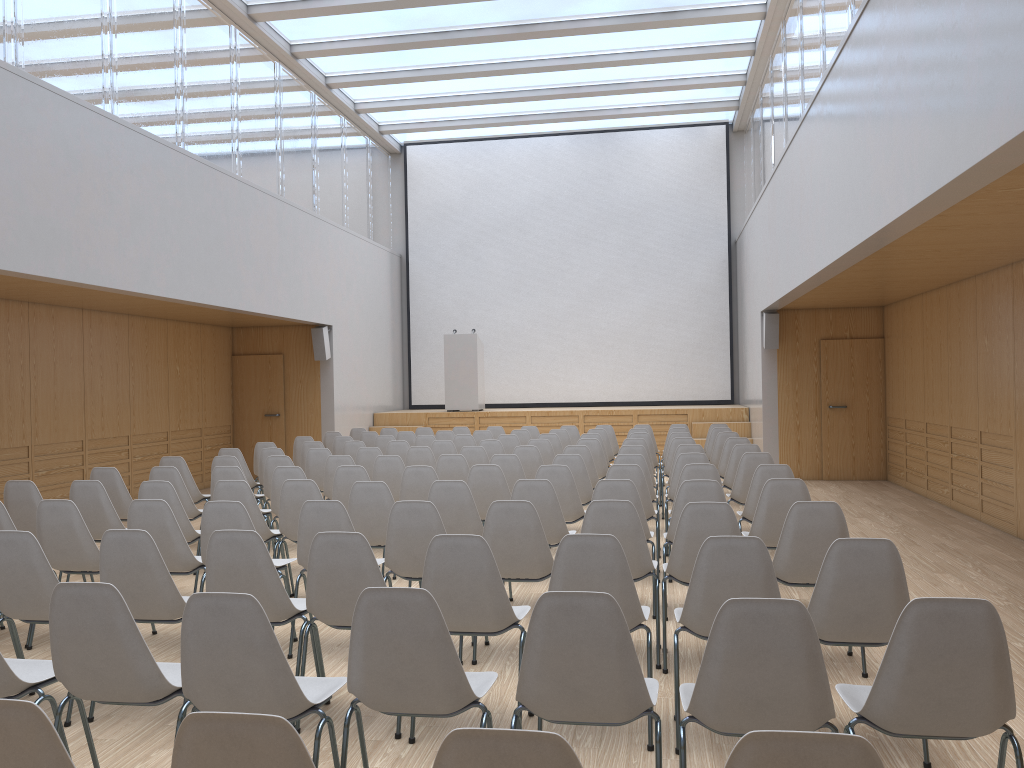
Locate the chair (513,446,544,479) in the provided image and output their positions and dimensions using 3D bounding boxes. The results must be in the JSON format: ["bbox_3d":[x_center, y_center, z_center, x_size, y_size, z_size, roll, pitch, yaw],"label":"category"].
[{"bbox_3d":[0.187,1.040,8.903,0.479,0.876,0.505,-1,0,9],"label":"chair"}]

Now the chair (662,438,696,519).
[{"bbox_3d":[1.867,1.006,9.665,0.479,0.876,0.505,-1,0,9],"label":"chair"}]

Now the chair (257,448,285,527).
[{"bbox_3d":[-2.415,1.092,9.338,0.479,0.876,0.505,-1,0,9],"label":"chair"}]

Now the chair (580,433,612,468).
[{"bbox_3d":[0.981,1.024,10.757,0.479,0.876,0.505,-1,0,9],"label":"chair"}]

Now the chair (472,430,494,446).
[{"bbox_3d":[-0.346,1.050,11.993,0.479,0.876,0.505,-1,0,9],"label":"chair"}]

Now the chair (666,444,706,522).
[{"bbox_3d":[1.738,1.009,8.663,0.479,0.876,0.505,-1,0,9],"label":"chair"}]

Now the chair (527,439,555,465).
[{"bbox_3d":[0.345,1.037,9.919,0.479,0.876,0.505,-1,0,9],"label":"chair"}]

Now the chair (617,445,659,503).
[{"bbox_3d":[1.196,1.020,8.694,0.479,0.876,0.505,-1,0,9],"label":"chair"}]

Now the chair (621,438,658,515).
[{"bbox_3d":[1.356,1.016,9.702,0.479,0.876,0.505,-1,0,9],"label":"chair"}]

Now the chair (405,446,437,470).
[{"bbox_3d":[-0.876,1.061,9.109,0.479,0.876,0.505,-1,0,9],"label":"chair"}]

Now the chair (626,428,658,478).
[{"bbox_3d":[1.673,1.010,11.656,0.479,0.876,0.505,-1,0,9],"label":"chair"}]

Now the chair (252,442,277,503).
[{"bbox_3d":[-2.767,1.099,10.369,0.479,0.876,0.505,-1,0,9],"label":"chair"}]

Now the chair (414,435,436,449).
[{"bbox_3d":[-1.012,1.063,11.111,0.479,0.876,0.505,-1,0,9],"label":"chair"}]

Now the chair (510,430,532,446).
[{"bbox_3d":[0.154,1.040,11.950,0.479,0.876,0.505,-1,0,9],"label":"chair"}]

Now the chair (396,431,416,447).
[{"bbox_3d":[-1.378,1.070,12.165,0.479,0.876,0.505,-1,0,9],"label":"chair"}]

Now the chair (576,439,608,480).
[{"bbox_3d":[0.873,1.026,9.803,0.479,0.876,0.505,-1,0,9],"label":"chair"}]

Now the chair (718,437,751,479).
[{"bbox_3d":[2.406,0.995,9.505,0.479,0.876,0.505,-1,0,9],"label":"chair"}]

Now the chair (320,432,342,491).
[{"bbox_3d":[-2.409,1.091,12.407,0.479,0.876,0.505,-1,0,9],"label":"chair"}]

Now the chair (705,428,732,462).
[{"bbox_3d":[2.706,0.989,11.483,0.479,0.876,0.505,-1,0,9],"label":"chair"}]

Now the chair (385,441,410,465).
[{"bbox_3d":[-1.219,1.068,10.111,0.479,0.876,0.505,-1,0,9],"label":"chair"}]

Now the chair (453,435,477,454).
[{"bbox_3d":[-0.541,1.054,11.053,0.479,0.876,0.505,-1,0,9],"label":"chair"}]

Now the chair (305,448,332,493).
[{"bbox_3d":[-1.895,1.082,9.168,0.479,0.876,0.505,-1,0,9],"label":"chair"}]

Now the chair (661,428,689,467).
[{"bbox_3d":[2.185,0.999,11.630,0.479,0.876,0.505,-1,0,9],"label":"chair"}]

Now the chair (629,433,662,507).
[{"bbox_3d":[1.554,1.012,10.703,0.479,0.876,0.505,-1,0,9],"label":"chair"}]

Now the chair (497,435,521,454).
[{"bbox_3d":[-0.001,1.043,10.880,0.479,0.876,0.505,-1,0,9],"label":"chair"}]

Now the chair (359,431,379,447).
[{"bbox_3d":[-1.892,1.081,12.292,0.479,0.876,0.505,-1,0,9],"label":"chair"}]

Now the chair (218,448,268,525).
[{"bbox_3d":[-2.881,1.101,9.444,0.479,0.876,0.505,-1,0,9],"label":"chair"}]

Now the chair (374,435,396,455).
[{"bbox_3d":[-1.526,1.074,11.245,0.479,0.876,0.505,-1,0,9],"label":"chair"}]

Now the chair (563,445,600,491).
[{"bbox_3d":[0.672,1.030,8.802,0.479,0.876,0.505,-1,0,9],"label":"chair"}]

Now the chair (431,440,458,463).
[{"bbox_3d":[-0.717,1.058,10.048,0.479,0.876,0.505,-1,0,9],"label":"chair"}]

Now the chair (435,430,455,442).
[{"bbox_3d":[-0.853,1.060,12.137,0.479,0.876,0.505,-1,0,9],"label":"chair"}]

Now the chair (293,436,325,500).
[{"bbox_3d":[-2.571,1.095,11.410,0.479,0.876,0.505,-1,0,9],"label":"chair"}]

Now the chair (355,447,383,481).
[{"bbox_3d":[-1.390,1.072,9.167,0.479,0.876,0.505,-1,0,9],"label":"chair"}]

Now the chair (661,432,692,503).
[{"bbox_3d":[2.026,1.003,10.652,0.479,0.876,0.505,-1,0,9],"label":"chair"}]

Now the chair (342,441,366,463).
[{"bbox_3d":[-1.730,1.078,10.237,0.479,0.876,0.505,-1,0,9],"label":"chair"}]

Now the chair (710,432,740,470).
[{"bbox_3d":[2.556,0.992,10.535,0.479,0.876,0.505,-1,0,9],"label":"chair"}]

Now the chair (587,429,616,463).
[{"bbox_3d":[1.155,1.020,11.783,0.479,0.876,0.505,-1,0,9],"label":"chair"}]

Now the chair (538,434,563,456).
[{"bbox_3d":[0.486,1.033,10.899,0.479,0.876,0.505,-1,0,9],"label":"chair"}]

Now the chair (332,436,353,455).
[{"bbox_3d":[-2.048,1.084,11.263,0.479,0.876,0.505,-1,0,9],"label":"chair"}]

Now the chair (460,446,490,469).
[{"bbox_3d":[-0.339,1.051,9.010,0.479,0.876,0.505,-1,0,9],"label":"chair"}]

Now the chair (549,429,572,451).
[{"bbox_3d":[0.658,1.030,11.895,0.479,0.876,0.505,-1,0,9],"label":"chair"}]

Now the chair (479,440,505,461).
[{"bbox_3d":[-0.188,1.047,9.939,0.479,0.876,0.505,-1,0,9],"label":"chair"}]

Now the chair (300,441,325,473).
[{"bbox_3d":[-2.220,1.088,10.338,0.479,0.876,0.505,-1,0,9],"label":"chair"}]
